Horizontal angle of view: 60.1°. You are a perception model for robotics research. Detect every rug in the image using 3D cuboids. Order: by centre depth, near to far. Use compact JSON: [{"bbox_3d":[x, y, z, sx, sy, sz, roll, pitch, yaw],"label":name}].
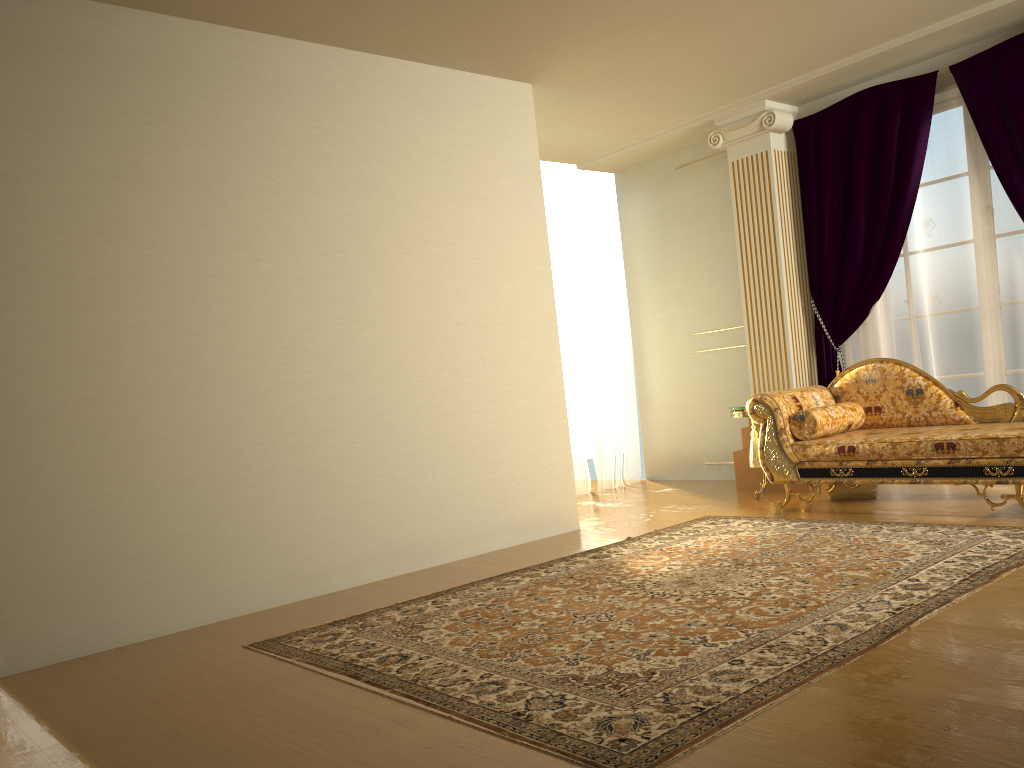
[{"bbox_3d":[0.753,0.848,3.751,3.064,0.017,2.123,-6,-1,-40],"label":"rug"}]

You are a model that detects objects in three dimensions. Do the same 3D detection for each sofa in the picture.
[{"bbox_3d":[2.296,0.264,4.982,0.690,0.873,1.899,-8,1,-40],"label":"sofa"}]

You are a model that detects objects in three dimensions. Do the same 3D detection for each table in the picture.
[{"bbox_3d":[1.835,0.452,6.170,0.571,0.645,0.569,-6,1,5],"label":"table"}]

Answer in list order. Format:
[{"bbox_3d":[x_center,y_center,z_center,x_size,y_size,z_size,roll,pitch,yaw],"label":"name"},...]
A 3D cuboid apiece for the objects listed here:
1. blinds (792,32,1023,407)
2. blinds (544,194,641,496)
[{"bbox_3d":[2.884,-0.685,5.604,0.337,2.660,2.240,-9,3,-39],"label":"blinds"},{"bbox_3d":[0.267,-0.294,7.156,2.156,2.513,0.164,-8,3,-38],"label":"blinds"}]
